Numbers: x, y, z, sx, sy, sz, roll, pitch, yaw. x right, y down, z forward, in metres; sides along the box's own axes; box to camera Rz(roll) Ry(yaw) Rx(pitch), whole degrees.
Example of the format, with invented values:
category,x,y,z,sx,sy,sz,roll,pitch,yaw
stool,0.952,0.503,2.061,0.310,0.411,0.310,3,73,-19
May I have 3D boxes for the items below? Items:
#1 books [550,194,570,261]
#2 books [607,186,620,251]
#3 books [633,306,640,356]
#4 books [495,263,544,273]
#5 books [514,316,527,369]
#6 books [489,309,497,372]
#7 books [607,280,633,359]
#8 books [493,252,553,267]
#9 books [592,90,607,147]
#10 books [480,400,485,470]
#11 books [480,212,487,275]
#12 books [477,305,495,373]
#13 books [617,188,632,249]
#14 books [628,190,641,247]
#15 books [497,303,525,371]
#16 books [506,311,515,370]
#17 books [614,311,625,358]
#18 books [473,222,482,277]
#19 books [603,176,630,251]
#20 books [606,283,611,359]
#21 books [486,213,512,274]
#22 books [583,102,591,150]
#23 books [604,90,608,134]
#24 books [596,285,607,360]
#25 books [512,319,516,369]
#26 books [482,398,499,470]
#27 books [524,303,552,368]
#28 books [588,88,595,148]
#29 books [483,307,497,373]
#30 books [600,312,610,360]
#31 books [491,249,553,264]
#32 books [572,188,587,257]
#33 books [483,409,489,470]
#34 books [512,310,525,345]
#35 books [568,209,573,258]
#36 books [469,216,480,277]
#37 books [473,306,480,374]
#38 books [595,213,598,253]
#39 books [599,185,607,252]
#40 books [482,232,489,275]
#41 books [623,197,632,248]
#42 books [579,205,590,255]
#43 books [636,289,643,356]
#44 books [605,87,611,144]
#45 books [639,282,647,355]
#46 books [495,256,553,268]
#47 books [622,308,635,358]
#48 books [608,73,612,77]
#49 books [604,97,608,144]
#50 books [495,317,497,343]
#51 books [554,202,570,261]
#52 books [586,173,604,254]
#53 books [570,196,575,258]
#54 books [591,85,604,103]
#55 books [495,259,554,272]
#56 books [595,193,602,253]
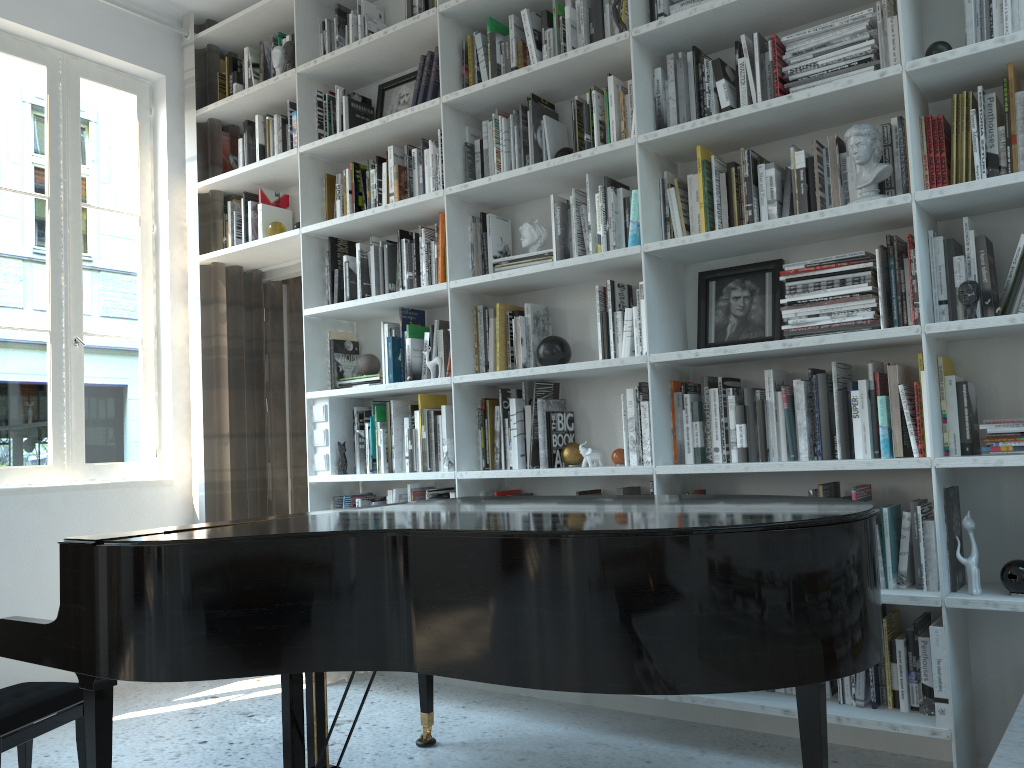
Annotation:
category,x,y,z,sx,sy,sz,roll,pitch,yaw
books,0.201,-0.563,3.366,0.012,0.285,0.159,-5,-5,36
books,0.403,-0.570,3.219,0.023,0.259,0.170,-5,-5,36
books,0.485,-0.174,3.157,0.024,0.188,0.172,-5,-5,36
books,0.084,-0.438,3.456,0.254,0.012,0.161,-5,-5,32
books,0.075,-0.148,3.445,0.028,0.216,0.175,-5,-5,36
books,-0.034,-0.161,3.530,0.036,0.263,0.166,-5,-5,36
books,0.400,-0.220,3.225,0.012,0.298,0.166,-5,-5,36
books,0.085,-0.475,3.462,0.285,0.012,0.159,-6,-5,38
books,0.352,-0.928,3.248,0.013,0.243,0.189,-5,-5,36
books,-0.072,0.204,3.558,0.013,0.275,0.147,-5,-5,36
books,-0.079,-0.539,3.603,0.011,0.297,0.135,-5,-5,36
books,-0.078,-0.166,3.565,0.025,0.284,0.145,-5,-5,36
books,0.434,-0.570,3.222,0.022,0.256,0.152,-5,-5,36
books,0.475,-0.561,3.163,0.060,0.227,0.179,-5,-5,36
books,0.001,-0.171,3.483,0.026,0.274,0.190,-5,-5,36
books,0.030,-0.157,3.487,0.014,0.243,0.153,-5,-5,36
books,0.423,-0.164,3.214,0.030,0.182,0.154,-5,-5,36
books,-0.102,-0.518,3.597,0.024,0.257,0.134,-5,-5,36
books,0.388,-0.589,3.229,0.011,0.300,0.178,-5,-5,36
books,0.393,-0.216,3.234,0.011,0.291,0.156,-5,-5,36
books,-0.047,-0.533,3.560,0.021,0.277,0.136,-5,-5,36
books,0.315,-0.911,3.276,0.006,0.216,0.181,-5,-5,36
books,0.386,-0.934,3.253,0.017,0.253,0.139,-5,-5,36
books,0.359,-0.210,3.250,0.012,0.285,0.159,-5,-5,36
books,0.062,-0.142,3.459,0.011,0.207,0.180,-5,-5,36
books,-0.067,0.199,3.543,0.013,0.283,0.146,-5,-5,36
books,0.105,-0.175,3.442,0.028,0.265,0.144,-5,-5,36
books,0.332,-0.940,3.292,0.005,0.275,0.157,-5,-5,36
books,-0.055,-0.164,3.554,0.026,0.275,0.154,-5,-5,36
books,0.374,-0.162,3.232,0.025,0.186,0.154,-5,-5,36
books,0.082,-0.487,3.458,0.285,0.012,0.159,-5,-5,32
books,0.279,-0.571,3.306,0.012,0.286,0.167,-5,-5,36
books,-0.050,0.219,3.526,0.030,0.239,0.157,-5,-5,36
books,0.057,-0.160,3.488,0.028,0.247,0.142,-5,-5,36
books,0.263,-0.538,3.349,0.024,0.227,0.137,-5,-5,36
books,-0.114,-0.530,3.614,0.012,0.285,0.159,-5,-5,36
books,-0.097,-0.164,3.590,0.012,0.285,0.159,-5,-5,36
books,0.356,-0.528,3.276,0.025,0.189,0.140,-5,-5,36
books,0.375,-0.571,3.228,0.012,0.265,0.193,-5,-5,36
books,-0.065,-0.497,3.578,0.034,0.209,0.136,-5,-5,36
books,0.454,-0.553,3.207,0.026,0.219,0.150,-5,-5,36
books,0.314,-0.543,3.300,0.048,0.224,0.149,-5,-5,36
books,0.492,-0.204,3.140,0.012,0.244,0.171,-5,-5,36
books,0.395,-0.936,3.238,0.006,0.253,0.180,-5,-5,36
books,0.511,-0.218,3.135,0.027,0.269,0.178,-5,-5,36
books,0.084,-0.463,3.459,0.254,0.012,0.161,-5,-5,33
books,0.449,-0.171,3.177,0.057,0.188,0.156,-5,-5,36
books,0.400,-0.961,3.238,0.006,0.303,0.165,-5,-5,36
books,0.383,-0.924,3.270,0.011,0.236,0.130,-5,-5,36
books,-0.006,-0.145,3.513,0.025,0.228,0.153,-5,-5,36
books,0.224,-0.547,3.342,0.030,0.247,0.174,-5,-5,36
books,0.330,-0.597,3.279,0.010,0.329,0.173,-5,-5,36
books,0.272,-0.560,3.325,0.022,0.267,0.151,-5,-5,36
books,0.353,-0.947,3.290,0.033,0.287,0.155,-5,-5,36
books,0.082,-0.451,3.455,0.254,0.012,0.161,-5,-5,31
books,0.365,-0.560,3.247,0.028,0.247,0.170,-5,-5,36
